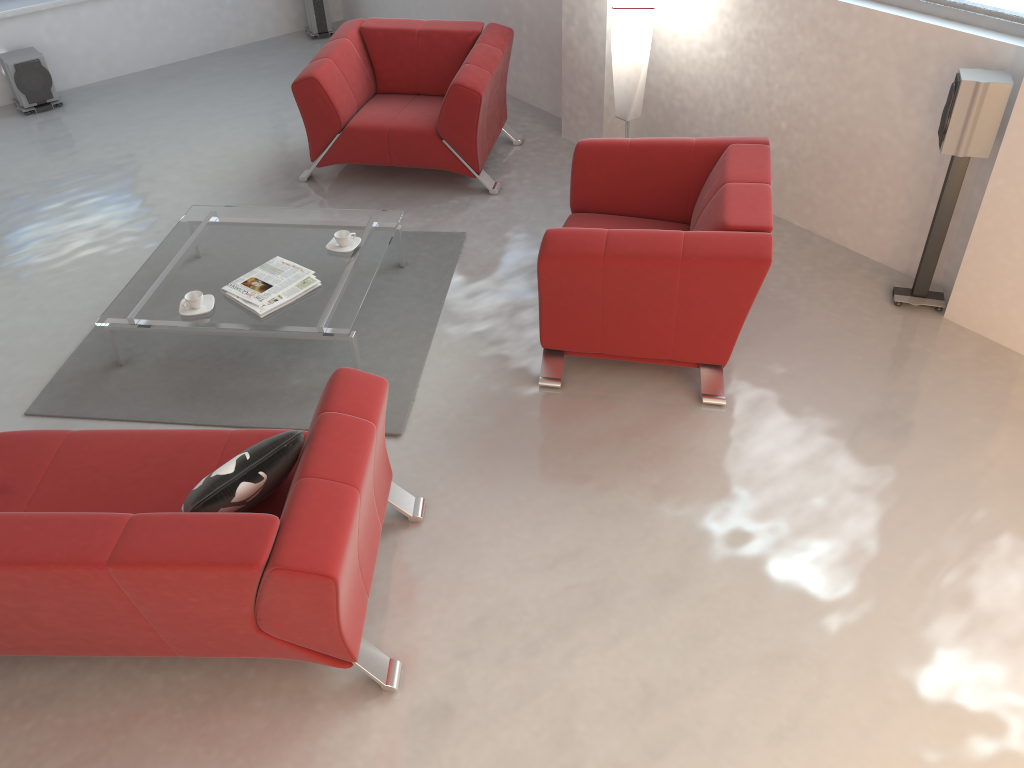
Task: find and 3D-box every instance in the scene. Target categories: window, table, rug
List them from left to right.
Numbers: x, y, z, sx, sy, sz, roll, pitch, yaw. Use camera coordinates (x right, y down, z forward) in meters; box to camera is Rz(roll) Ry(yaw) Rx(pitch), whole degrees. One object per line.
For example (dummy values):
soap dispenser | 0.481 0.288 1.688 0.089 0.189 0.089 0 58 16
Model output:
table | -1.207 -0.479 4.374 1.162 0.286 1.097 3 40 6
rug | -1.204 -0.359 4.457 1.700 0.025 1.700 3 40 6
window | 1.531 -2.667 3.825 0.100 1.800 2.400 -28 46 -28

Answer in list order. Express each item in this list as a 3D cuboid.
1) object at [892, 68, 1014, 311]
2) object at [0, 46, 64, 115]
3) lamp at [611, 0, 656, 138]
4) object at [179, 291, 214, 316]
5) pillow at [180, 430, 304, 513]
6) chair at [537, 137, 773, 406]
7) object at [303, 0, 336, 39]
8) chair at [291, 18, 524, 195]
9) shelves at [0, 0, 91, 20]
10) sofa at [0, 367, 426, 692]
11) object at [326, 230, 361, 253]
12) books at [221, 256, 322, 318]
object | 1.974 -0.842 4.011 0.229 1.112 0.214 9 41 14
object | -3.601 -2.264 6.623 0.336 0.374 0.337 -28 46 -28
lamp | 0.664 -1.938 4.892 0.313 1.779 0.313 30 49 33
object | -1.416 -0.369 3.969 0.153 0.069 0.153 -9 40 -8
pillow | -0.844 0.317 2.755 0.288 0.343 0.402 31 50 34
chair | 0.660 -0.626 4.110 0.951 0.738 1.288 6 40 10
object | -1.708 -3.549 7.456 0.255 1.184 0.273 -17 41 -17
chair | -0.637 -1.766 5.572 1.288 0.738 0.951 6 40 10
shelves | -3.896 -2.827 6.635 5.500 0.050 0.650 -28 46 -28
sofa | -1.320 0.453 2.894 1.929 0.738 0.951 0 39 3
object | -0.829 -0.705 4.351 0.153 0.069 0.153 10 41 15
books | -1.111 -0.460 4.093 0.345 0.035 0.367 28 48 32
